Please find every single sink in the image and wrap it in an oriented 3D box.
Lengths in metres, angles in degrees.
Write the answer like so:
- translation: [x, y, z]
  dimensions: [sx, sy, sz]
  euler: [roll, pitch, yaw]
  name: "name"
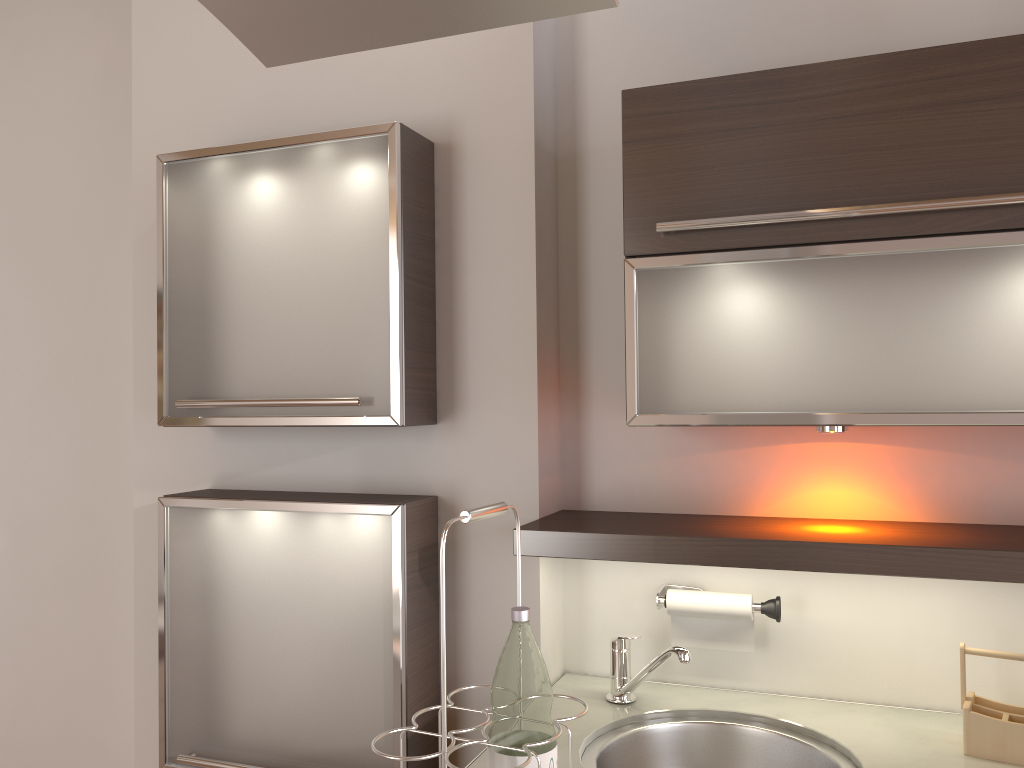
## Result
- translation: [0.320, 0.633, 1.475]
  dimensions: [0.494, 0.347, 0.450]
  euler: [-1, -1, 27]
  name: "sink"

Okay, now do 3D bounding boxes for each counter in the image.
- translation: [0.591, 0.612, 0.589]
  dimensions: [1.850, 0.036, 2.150]
  euler: [-1, -1, 21]
  name: "counter"

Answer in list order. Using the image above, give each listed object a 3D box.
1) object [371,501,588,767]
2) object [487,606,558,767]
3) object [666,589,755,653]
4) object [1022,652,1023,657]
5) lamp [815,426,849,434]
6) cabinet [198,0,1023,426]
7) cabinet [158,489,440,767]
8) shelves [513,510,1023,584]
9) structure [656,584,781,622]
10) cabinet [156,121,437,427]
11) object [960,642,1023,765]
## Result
- translation: [-0.036, 0.387, 1.170]
  dimensions: [0.210, 0.453, 0.291]
  euler: [-1, -1, 26]
  name: "object"
- translation: [0.013, 0.450, 1.146]
  dimensions: [0.091, 0.319, 0.091]
  euler: [0, -1, -34]
  name: "object"
- translation: [0.390, 0.468, 1.745]
  dimensions: [0.165, 0.119, 0.053]
  euler: [-1, -1, 21]
  name: "object"
- translation: [0.835, 0.517, 1.414]
  dimensions: [0.044, 0.178, 0.019]
  euler: [-1, -1, -4]
  name: "object"
- translation: [0.579, 0.081, 1.603]
  dimensions: [0.056, 0.018, 0.056]
  euler: [-1, -1, -7]
  name: "lamp"
- translation: [0.563, -0.461, 0.720]
  dimensions: [1.399, 1.032, 2.058]
  euler: [-1, -1, 25]
  name: "cabinet"
- translation: [-0.466, 0.540, 1.884]
  dimensions: [0.598, 0.600, 0.194]
  euler: [-1, -1, 21]
  name: "cabinet"
- translation: [0.921, 0.280, 1.466]
  dimensions: [1.850, 0.050, 0.313]
  euler: [-1, -1, 21]
  name: "shelves"
- translation: [0.412, 0.434, 1.764]
  dimensions: [0.237, 0.049, 0.087]
  euler: [-1, -1, 21]
  name: "structure"
- translation: [-0.479, -0.211, 1.836]
  dimensions: [0.619, 0.600, 0.172]
  euler: [-1, -1, 7]
  name: "cabinet"
- translation: [0.835, 0.523, 1.458]
  dimensions: [0.173, 0.170, 0.100]
  euler: [-1, -1, 33]
  name: "object"
